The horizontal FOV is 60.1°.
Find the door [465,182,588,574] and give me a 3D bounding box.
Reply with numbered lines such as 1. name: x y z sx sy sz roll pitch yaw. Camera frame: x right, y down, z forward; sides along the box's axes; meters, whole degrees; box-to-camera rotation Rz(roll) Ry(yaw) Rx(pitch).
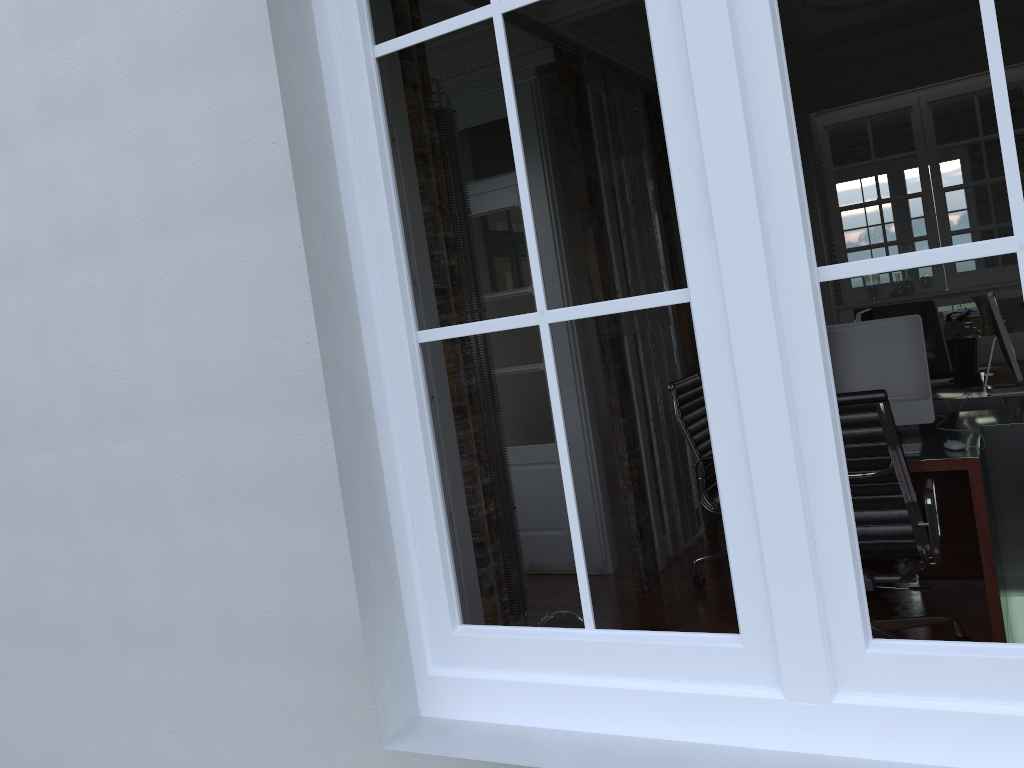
1. door: -0.184 0.017 5.123 1.054 2.179 0.041 -8 0 29

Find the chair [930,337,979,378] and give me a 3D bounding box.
1. chair: 2.601 0.214 5.508 0.604 0.919 0.473 -9 1 -31

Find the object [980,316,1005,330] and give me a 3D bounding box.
1. object: 3.501 -0.458 6.452 0.159 0.153 0.217 -8 2 14

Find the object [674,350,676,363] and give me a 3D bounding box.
1. object: 2.363 -0.395 13.019 0.172 0.193 0.172 -8 2 29

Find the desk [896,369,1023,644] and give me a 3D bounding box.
1. desk: 2.034 0.470 4.187 1.296 0.727 2.519 -7 4 29

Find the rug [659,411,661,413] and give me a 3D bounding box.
1. rug: 2.680 0.260 12.099 1.064 0.016 1.073 -7 4 29

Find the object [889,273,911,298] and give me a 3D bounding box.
1. object: 2.842 -0.714 6.501 0.148 0.200 0.148 -8 1 12

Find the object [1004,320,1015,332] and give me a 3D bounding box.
1. object: 3.465 -0.404 6.197 0.092 0.087 0.093 -9 2 -25

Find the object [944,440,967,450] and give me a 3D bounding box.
1. object: 1.584 0.217 3.172 0.059 0.028 0.106 -9 3 -2

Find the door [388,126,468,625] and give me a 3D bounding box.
1. door: -0.531 0.215 2.748 0.040 2.181 1.165 -8 1 29

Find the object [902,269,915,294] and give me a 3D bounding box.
1. object: 2.941 -0.769 6.580 0.087 0.271 0.088 -8 1 24

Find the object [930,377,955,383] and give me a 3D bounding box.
1. object: 2.327 -0.010 5.143 0.437 0.017 0.119 -7 4 29

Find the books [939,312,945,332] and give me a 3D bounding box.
1. books: 3.125 -0.432 6.616 0.150 0.193 0.143 -9 1 -6

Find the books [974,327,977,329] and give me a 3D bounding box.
1. books: 3.339 -0.408 6.601 0.168 0.007 0.190 -9 3 1

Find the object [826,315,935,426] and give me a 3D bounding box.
1. object: 1.397 -0.005 3.517 0.482 0.485 0.190 -8 1 29

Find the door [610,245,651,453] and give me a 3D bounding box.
1. door: 1.000 -0.321 8.570 0.040 2.085 1.081 -8 1 29

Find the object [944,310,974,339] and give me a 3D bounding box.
1. object: 3.241 -0.432 6.449 0.385 0.179 0.157 -11 3 -35

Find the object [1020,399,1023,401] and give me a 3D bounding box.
1. object: 2.344 0.064 3.952 0.149 0.011 0.011 -8 2 5

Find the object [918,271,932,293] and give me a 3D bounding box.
1. object: 3.068 -0.745 6.564 0.094 0.188 0.094 -9 1 4

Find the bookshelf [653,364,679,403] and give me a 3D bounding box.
1. bookshelf: 2.743 -0.070 12.927 1.396 0.550 0.402 -7 2 29

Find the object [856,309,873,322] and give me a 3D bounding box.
1. object: 1.845 -0.137 4.567 0.189 0.485 0.486 -8 2 29

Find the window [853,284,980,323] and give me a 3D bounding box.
1. window: 4.403 -1.582 9.927 1.534 1.938 0.128 -8 1 29

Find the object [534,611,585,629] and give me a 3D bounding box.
1. object: 0.202 1.056 3.398 0.234 0.383 0.220 -8 1 7

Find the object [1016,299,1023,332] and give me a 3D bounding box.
1. object: 3.602 -0.512 6.113 0.188 0.272 0.166 -9 1 -26

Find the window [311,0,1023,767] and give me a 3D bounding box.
1. window: 0.344 -0.425 1.397 1.522 1.984 0.128 -8 1 29

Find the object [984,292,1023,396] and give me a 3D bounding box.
1. object: 2.372 -0.201 4.304 0.189 0.485 0.486 -8 2 29

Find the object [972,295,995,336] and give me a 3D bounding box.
1. object: 3.344 -0.486 6.250 0.143 0.278 0.144 -8 1 43

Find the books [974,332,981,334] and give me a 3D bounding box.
1. books: 3.345 -0.371 6.589 0.181 0.011 0.246 -9 3 -6

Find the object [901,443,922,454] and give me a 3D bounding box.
1. object: 1.304 0.256 3.336 0.437 0.017 0.119 -7 4 29

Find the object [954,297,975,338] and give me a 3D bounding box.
1. object: 3.223 -0.473 6.260 0.128 0.287 0.128 -9 1 -4

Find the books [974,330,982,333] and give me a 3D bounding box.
1. books: 3.343 -0.380 6.589 0.181 0.007 0.246 -9 3 -6

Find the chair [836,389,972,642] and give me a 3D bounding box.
1. chair: 1.207 0.511 3.208 0.663 1.022 0.702 -8 1 33

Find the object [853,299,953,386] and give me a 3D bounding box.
1. object: 2.171 -0.211 4.959 0.190 0.485 0.482 -9 2 -36

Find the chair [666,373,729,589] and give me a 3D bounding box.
1. chair: 1.172 0.449 4.320 0.697 1.022 0.668 -8 1 23

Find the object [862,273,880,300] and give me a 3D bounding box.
1. object: 2.707 -0.762 6.663 0.129 0.315 0.128 -9 1 -36
